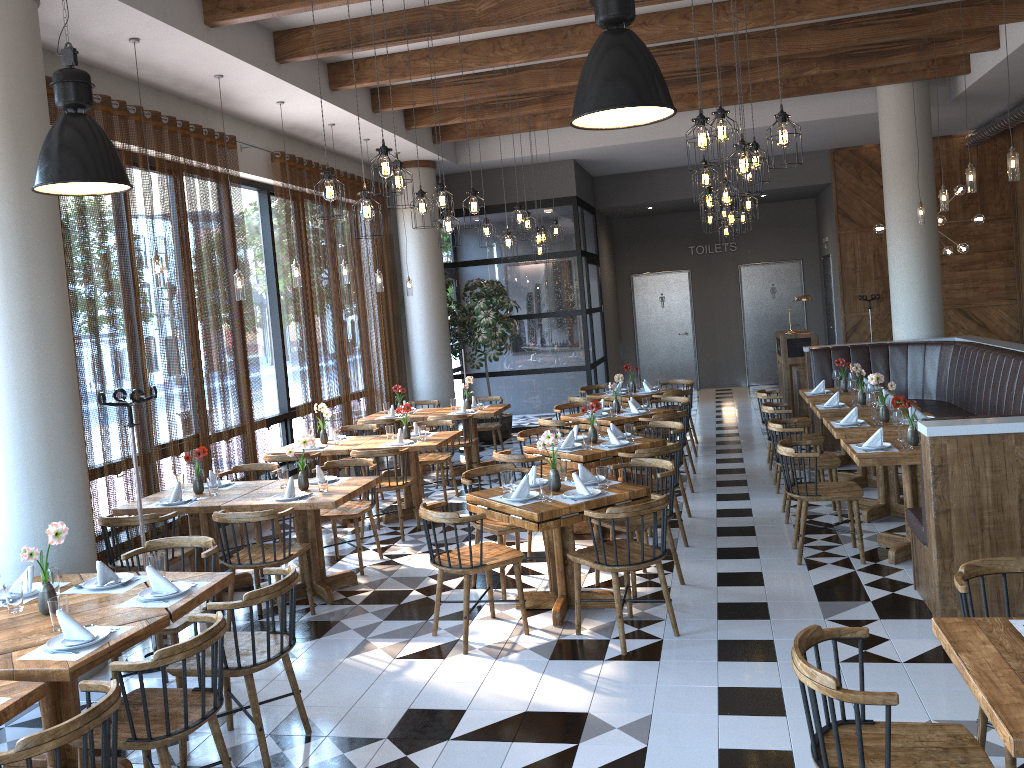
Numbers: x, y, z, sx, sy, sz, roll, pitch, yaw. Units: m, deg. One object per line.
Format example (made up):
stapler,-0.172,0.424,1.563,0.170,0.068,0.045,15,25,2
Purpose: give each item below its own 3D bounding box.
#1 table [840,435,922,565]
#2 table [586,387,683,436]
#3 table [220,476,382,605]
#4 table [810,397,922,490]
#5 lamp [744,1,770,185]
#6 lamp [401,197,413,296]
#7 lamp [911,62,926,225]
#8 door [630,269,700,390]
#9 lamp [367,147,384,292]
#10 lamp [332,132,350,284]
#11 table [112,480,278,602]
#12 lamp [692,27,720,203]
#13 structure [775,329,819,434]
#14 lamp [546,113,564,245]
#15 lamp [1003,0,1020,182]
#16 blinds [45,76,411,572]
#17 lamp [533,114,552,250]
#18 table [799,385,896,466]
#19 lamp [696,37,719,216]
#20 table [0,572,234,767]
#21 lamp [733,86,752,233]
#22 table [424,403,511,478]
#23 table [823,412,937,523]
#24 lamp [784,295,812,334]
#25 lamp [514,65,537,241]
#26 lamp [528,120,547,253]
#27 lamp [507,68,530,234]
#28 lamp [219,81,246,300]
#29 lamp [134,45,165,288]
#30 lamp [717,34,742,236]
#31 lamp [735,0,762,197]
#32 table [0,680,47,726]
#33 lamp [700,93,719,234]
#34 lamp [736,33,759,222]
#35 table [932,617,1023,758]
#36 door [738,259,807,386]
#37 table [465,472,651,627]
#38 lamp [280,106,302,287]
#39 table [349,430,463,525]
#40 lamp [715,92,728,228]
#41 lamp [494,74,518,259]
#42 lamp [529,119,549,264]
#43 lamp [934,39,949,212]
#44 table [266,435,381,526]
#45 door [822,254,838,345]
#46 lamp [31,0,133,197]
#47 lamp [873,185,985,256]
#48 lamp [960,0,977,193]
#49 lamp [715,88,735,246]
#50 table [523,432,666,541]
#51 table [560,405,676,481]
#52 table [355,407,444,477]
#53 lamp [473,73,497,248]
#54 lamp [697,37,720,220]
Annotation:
table,2.806,0.802,6.139,0.849,0.762,0.853,-4,4,13
table,1.543,0.481,11.047,0.866,0.762,0.864,-7,5,-32
table,-1.462,1.142,6.409,0.849,0.762,0.853,-4,4,13
table,3.294,0.574,8.273,0.849,0.762,0.853,-4,4,13
lamp,1.696,-2.486,6.395,0.175,2.067,0.175,-6,3,-16
lamp,-1.420,-2.132,11.587,0.078,1.960,0.078,-2,4,45
lamp,4.547,-2.780,9.968,0.078,1.960,0.078,-2,4,45
door,3.054,-1.051,17.724,1.206,2.389,0.114,-4,3,13
lamp,-1.660,-2.080,10.561,0.078,1.960,0.078,-5,3,-1
lamp,-1.887,-2.062,9.596,0.078,1.960,0.078,-5,3,3
table,-2.293,1.196,6.603,0.849,0.762,0.853,-4,4,13
lamp,1.328,-2.354,6.385,0.175,2.067,0.175,-3,3,41
structure,3.879,-0.049,11.753,0.645,1.297,1.049,-4,4,13
lamp,0.479,-2.794,11.112,0.175,2.067,0.175,-4,3,26
lamp,3.826,-2.557,6.853,0.078,1.960,0.078,-3,3,32
blinds,-2.447,-0.644,9.040,0.160,3.573,7.289,-4,5,13
lamp,0.326,-2.736,11.251,0.175,2.067,0.175,-4,3,15
table,3.540,0.459,9.346,0.849,0.762,0.853,-4,4,13
lamp,1.879,-2.708,8.759,0.175,2.067,0.175,-5,3,-3
table,-2.026,1.403,3.968,1.214,0.762,1.218,-4,4,17
lamp,2.640,-2.813,10.364,0.175,2.067,0.175,-4,3,23
table,-0.491,0.689,10.648,0.849,0.762,0.853,-4,4,13
table,3.052,0.687,7.212,0.849,0.762,0.853,-4,4,13
lamp,3.697,-0.765,11.467,0.445,0.755,0.170,-6,3,-12
lamp,0.090,-2.540,9.234,0.175,2.067,0.175,-5,3,-3
lamp,0.247,-2.649,10.827,0.175,2.067,0.175,-5,3,-7
lamp,0.006,-2.573,9.040,0.175,2.067,0.175,-5,3,8
lamp,-2.370,-1.683,7.433,0.078,1.960,0.078,-7,3,-37
lamp,-2.626,-1.673,6.349,0.078,1.960,0.078,-5,3,-11
lamp,2.067,-2.479,8.611,0.175,2.067,0.175,-5,3,-3
lamp,1.696,-2.447,6.605,0.175,2.067,0.175,-6,3,-27
table,-2.307,1.534,2.741,1.214,0.762,1.218,-4,4,17
lamp,2.315,-2.854,10.654,0.175,2.067,0.175,-7,4,-44
lamp,2.258,-2.634,8.694,0.175,2.067,0.175,-7,3,-37
table,1.796,1.201,2.561,0.849,0.762,0.853,-4,4,13
door,5.107,-1.184,17.244,1.206,2.389,0.114,-4,3,13
table,0.310,1.057,5.658,0.866,0.762,0.864,-7,5,-32
lamp,-2.141,-1.908,8.472,0.078,1.960,0.078,-4,3,21
table,-0.971,0.913,8.551,0.849,0.762,0.853,-4,4,13
lamp,2.507,-2.933,10.716,0.175,2.067,0.175,-7,3,-33
lamp,-0.110,-2.349,9.238,0.175,2.067,0.175,-5,3,8
lamp,0.279,-2.540,11.053,0.175,2.067,0.175,-4,3,26
lamp,4.307,-2.729,8.943,0.078,1.960,0.078,-5,3,-1
table,-1.803,0.967,8.745,0.849,0.762,0.853,-4,4,13
door,5.706,-1.117,15.891,0.114,2.389,1.210,-4,3,13
lamp,-1.892,-1.748,3.707,0.390,1.861,0.391,-5,3,-9
lamp,5.804,-2.611,12.398,1.163,2.188,1.187,-6,3,-25
lamp,4.080,-2.711,7.977,0.078,1.960,0.078,-7,3,-42
lamp,2.474,-2.679,10.502,0.175,2.067,0.175,-7,3,-33
table,0.711,0.870,7.409,0.866,0.762,0.864,-7,5,-32
table,1.125,0.676,9.219,0.866,0.762,0.864,-7,5,-32
table,-1.323,0.743,10.843,0.849,0.762,0.853,-4,4,13
lamp,-0.336,-2.456,9.185,0.175,2.067,0.175,-6,3,-26
lamp,1.843,-2.631,8.558,0.175,2.067,0.175,-6,3,-15
